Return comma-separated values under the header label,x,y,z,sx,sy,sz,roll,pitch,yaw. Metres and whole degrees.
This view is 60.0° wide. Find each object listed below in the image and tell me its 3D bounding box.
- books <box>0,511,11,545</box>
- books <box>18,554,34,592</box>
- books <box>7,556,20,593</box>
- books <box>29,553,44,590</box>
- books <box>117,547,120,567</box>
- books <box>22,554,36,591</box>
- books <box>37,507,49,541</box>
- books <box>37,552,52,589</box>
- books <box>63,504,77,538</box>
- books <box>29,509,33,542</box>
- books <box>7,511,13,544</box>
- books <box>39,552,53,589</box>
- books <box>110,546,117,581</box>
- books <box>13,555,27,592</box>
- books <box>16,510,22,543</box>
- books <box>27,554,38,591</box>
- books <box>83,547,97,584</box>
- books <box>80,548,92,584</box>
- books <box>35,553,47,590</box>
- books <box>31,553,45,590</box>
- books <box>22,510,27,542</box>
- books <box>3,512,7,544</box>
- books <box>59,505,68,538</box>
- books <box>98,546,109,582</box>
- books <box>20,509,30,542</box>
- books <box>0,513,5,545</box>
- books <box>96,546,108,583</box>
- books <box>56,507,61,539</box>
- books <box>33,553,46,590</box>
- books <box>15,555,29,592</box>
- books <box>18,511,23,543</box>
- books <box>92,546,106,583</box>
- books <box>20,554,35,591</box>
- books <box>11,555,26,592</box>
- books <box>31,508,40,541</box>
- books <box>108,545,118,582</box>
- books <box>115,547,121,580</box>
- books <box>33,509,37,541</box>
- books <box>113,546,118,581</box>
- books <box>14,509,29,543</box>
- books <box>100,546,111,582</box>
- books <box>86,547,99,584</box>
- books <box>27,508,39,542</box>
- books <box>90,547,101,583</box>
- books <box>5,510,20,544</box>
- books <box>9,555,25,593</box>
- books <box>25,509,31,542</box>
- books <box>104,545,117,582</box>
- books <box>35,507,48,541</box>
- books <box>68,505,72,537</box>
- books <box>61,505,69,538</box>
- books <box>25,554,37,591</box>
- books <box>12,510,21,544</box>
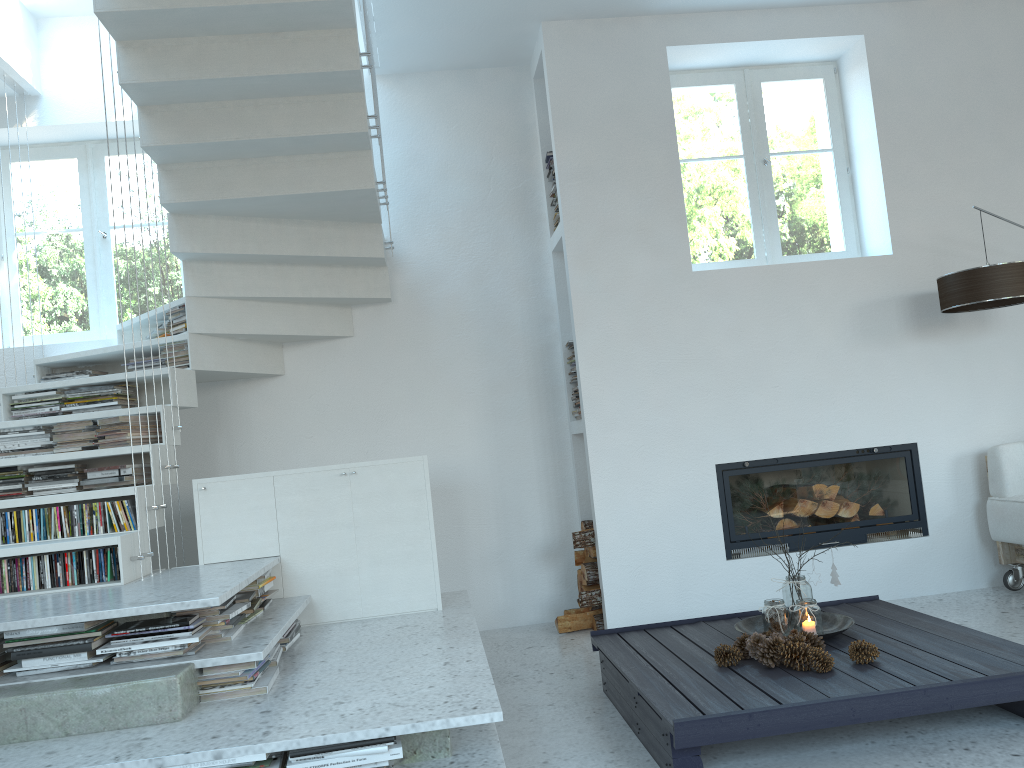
label,x,y,z,sx,sy,sz,roll,pitch,yaw
books,-2.012,0.573,3.535,0.012,0.125,0.125,-6,-4,-6
books,-1.854,0.721,3.390,0.007,0.125,0.125,-6,-4,-6
books,-1.891,0.725,3.387,0.008,0.125,0.125,-6,-4,-6
books,-1.815,0.717,3.394,0.008,0.125,0.125,-6,-4,-6
books,-1.494,0.686,3.427,0.012,0.125,0.125,-6,-4,-6
books,-1.838,0.720,3.392,0.008,0.125,0.125,-6,-4,-6
books,-1.866,0.559,3.550,0.008,0.125,0.125,-6,-4,-6
books,-1.785,0.715,3.397,0.008,0.125,0.125,-6,-4,-6
books,-1.765,0.549,3.560,0.018,0.125,0.125,-6,-4,-6
books,-1.896,0.562,3.547,0.008,0.125,0.125,-6,-4,-6
books,-1.975,0.569,3.539,0.010,0.125,0.125,-6,-4,-6
books,-1.775,0.714,3.398,0.011,0.125,0.125,-6,-4,-6
books,-1.520,0.689,3.424,0.013,0.125,0.125,-6,-4,-6
books,-1.869,0.723,3.389,0.008,0.125,0.125,-6,-4,-6
books,-1.943,0.566,3.542,0.007,0.125,0.125,-6,-4,-6
books,-1.823,0.718,3.394,0.010,0.125,0.125,-6,-4,-6
books,-1.618,0.698,3.414,0.007,0.125,0.125,-6,-4,-6
books,-1.628,0.699,3.413,0.009,0.125,0.125,-6,-4,-6
books,-1.792,0.715,3.397,0.007,0.125,0.125,-6,-4,-6
books,-1.807,0.717,3.395,0.008,0.125,0.125,-6,-4,-6
books,-1.920,0.564,3.544,0.010,0.125,0.125,-6,-4,-6
books,-1.993,0.571,3.537,0.009,0.125,0.125,-6,-4,-6
books,-1.784,0.551,3.558,0.007,0.125,0.125,-6,-4,-6
books,-1.565,0.693,3.420,0.009,0.125,0.125,-6,-4,-6
books,-1.928,0.565,3.543,0.007,0.125,0.125,-6,-4,-6
books,-2.001,0.572,3.536,0.010,0.125,0.125,-6,-4,-6
books,-1.575,0.694,3.419,0.013,0.125,0.125,-6,-4,-6
books,-1.792,0.552,3.557,0.009,0.125,0.125,-6,-4,-6
books,-1.799,0.716,3.396,0.008,0.125,0.125,-6,-4,-6
books,-1.862,0.722,3.390,0.008,0.125,0.125,-6,-4,-6
books,-1.936,0.565,3.543,0.007,0.125,0.125,-6,-4,-6
books,-1.586,0.695,3.418,0.010,0.125,0.125,-6,-4,-6
books,-1.846,0.721,3.391,0.008,0.125,0.125,-6,-4,-6
books,-1.876,0.723,3.388,0.008,0.125,0.125,-6,-4,-6
books,-1.888,0.561,3.547,0.008,0.125,0.125,-6,-4,-6
books,-1.534,0.690,3.423,0.016,0.125,0.125,-6,-4,-6
books,-1.504,0.687,3.426,0.007,0.125,0.125,-6,-4,-6
books,-1.881,0.560,3.548,0.008,0.125,0.125,-6,-4,-6
books,-1.511,0.688,3.425,0.009,0.125,0.125,-6,-4,-6
books,-1.952,0.567,3.541,0.010,0.125,0.125,-6,-4,-6
books,-1.555,0.692,3.421,0.011,0.125,0.125,-6,-4,-6
books,-1.609,0.698,3.415,0.010,0.125,0.125,-6,-4,-6
books,-1.903,0.562,3.546,0.008,0.125,0.125,-6,-4,-6
books,-1.597,0.696,3.417,0.014,0.125,0.125,-6,-4,-6
books,-1.984,0.570,3.538,0.007,0.125,0.125,-6,-4,-6
books,-1.883,0.724,3.388,0.008,0.125,0.125,-6,-4,-6
books,-1.911,0.563,3.545,0.008,0.125,0.125,-6,-4,-6
books,-1.545,0.691,3.422,0.009,0.125,0.125,-6,-4,-6
books,-1.874,0.559,3.549,0.007,0.125,0.125,-6,-4,-6
books,-1.751,0.547,3.561,0.009,0.125,0.125,-6,-4,-6
books,-1.774,0.550,3.559,0.012,0.125,0.125,-6,-4,-6
books,-1.830,0.719,3.393,0.010,0.125,0.125,-6,-4,-6
books,-1.963,0.568,3.540,0.014,0.125,0.125,-6,-4,-6
